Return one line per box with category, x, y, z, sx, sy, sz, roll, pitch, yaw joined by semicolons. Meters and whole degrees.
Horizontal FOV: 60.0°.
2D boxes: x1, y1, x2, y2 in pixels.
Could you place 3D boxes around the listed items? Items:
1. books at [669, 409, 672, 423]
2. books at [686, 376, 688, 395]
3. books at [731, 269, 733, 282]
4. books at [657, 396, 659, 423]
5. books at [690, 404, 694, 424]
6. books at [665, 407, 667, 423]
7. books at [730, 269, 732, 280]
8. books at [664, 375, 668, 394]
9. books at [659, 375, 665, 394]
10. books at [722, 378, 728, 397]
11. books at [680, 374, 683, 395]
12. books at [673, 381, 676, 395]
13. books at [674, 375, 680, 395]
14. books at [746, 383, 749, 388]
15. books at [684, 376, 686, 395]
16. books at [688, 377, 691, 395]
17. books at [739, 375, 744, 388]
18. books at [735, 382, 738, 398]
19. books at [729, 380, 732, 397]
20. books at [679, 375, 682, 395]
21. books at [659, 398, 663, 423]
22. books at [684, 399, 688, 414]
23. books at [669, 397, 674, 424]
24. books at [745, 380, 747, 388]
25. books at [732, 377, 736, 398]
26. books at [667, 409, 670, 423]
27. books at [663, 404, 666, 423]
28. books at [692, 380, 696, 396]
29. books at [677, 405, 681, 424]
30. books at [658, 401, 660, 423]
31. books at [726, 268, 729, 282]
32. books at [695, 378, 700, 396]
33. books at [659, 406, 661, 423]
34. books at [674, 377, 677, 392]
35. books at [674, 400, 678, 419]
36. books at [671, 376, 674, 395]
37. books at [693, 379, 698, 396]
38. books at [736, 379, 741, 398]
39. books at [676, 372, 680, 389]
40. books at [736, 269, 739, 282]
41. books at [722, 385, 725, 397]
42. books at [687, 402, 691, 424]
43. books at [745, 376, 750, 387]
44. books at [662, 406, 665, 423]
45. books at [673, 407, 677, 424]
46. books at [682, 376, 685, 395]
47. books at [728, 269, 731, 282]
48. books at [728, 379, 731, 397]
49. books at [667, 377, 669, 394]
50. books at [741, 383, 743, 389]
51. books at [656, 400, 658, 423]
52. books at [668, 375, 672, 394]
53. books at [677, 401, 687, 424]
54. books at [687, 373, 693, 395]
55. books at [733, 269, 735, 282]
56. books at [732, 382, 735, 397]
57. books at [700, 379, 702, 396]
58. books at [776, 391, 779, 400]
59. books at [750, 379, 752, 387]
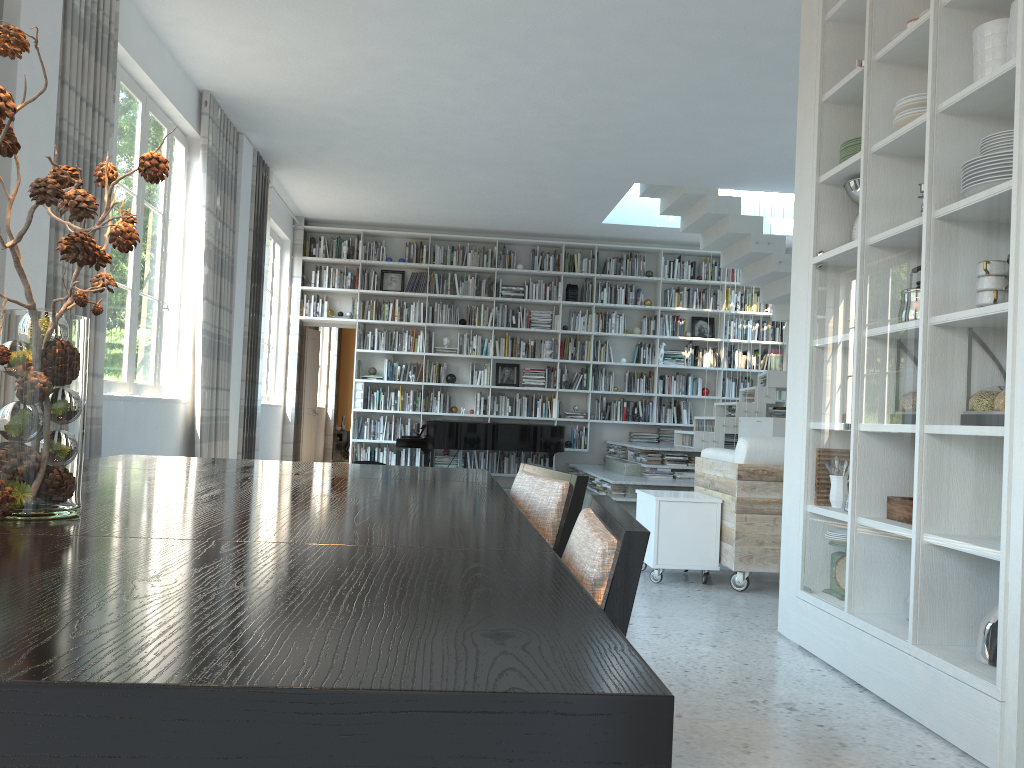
books;2.023;0.414;11.402;0.024;0.185;0.149;3;-2;-4
books;2.244;0.025;11.437;0.012;0.254;0.161;3;-2;-4
books;2.840;-1.434;11.501;0.013;0.286;0.150;3;-2;-4
books;1.855;0.330;11.394;0.014;0.337;0.132;3;-2;-4
books;2.302;0.384;11.428;0.062;0.274;0.148;3;-2;-4
books;1.968;0.400;11.405;0.025;0.210;0.137;3;-2;-4
books;2.818;-1.402;11.513;0.025;0.223;0.137;3;-2;-4
books;1.967;0.015;11.409;0.024;0.247;0.143;3;-2;-4
books;1.933;0.014;11.395;0.047;0.244;0.177;3;-2;-4
books;2.750;0.050;11.457;0.024;0.252;0.175;3;-2;-4
books;2.168;0.012;11.422;0.011;0.272;0.152;3;-2;-4
books;2.072;0.052;11.402;0.027;0.181;0.186;3;-2;-4
books;2.114;0.017;11.393;0.028;0.255;0.191;3;-2;-4
books;3.030;0.087;11.478;0.021;0.205;0.174;3;-2;-4
books;2.208;0.024;11.408;0.014;0.249;0.177;3;-2;-4
books;2.263;0.030;11.413;0.023;0.244;0.189;3;-2;-4
books;2.973;0.039;11.493;0.013;0.297;0.141;3;-2;-4
books;2.884;0.079;11.483;0.025;0.208;0.149;3;-2;-4
books;2.809;0.058;11.470;0.022;0.242;0.151;3;-2;-4
books;2.147;0.015;11.400;0.012;0.262;0.186;3;-2;-4
books;1.914;0.339;11.412;0.013;0.327;0.130;3;-2;-4
books;2.240;0.355;11.436;0.012;0.326;0.136;3;-2;-4
books;2.046;0.341;11.403;0.014;0.333;0.169;3;-2;-4
books;3.005;0.068;11.505;0.027;0.242;0.131;3;-2;-4
books;2.860;0.048;11.489;0.024;0.267;0.133;3;-2;-4
books;1.995;0.412;11.407;0.030;0.188;0.140;3;-2;-4
books;1.950;0.381;11.392;0.015;0.243;0.156;3;-2;-4
books;2.324;0.055;11.425;0.030;0.200;0.189;3;-2;-4
books;2.127;0.392;11.411;0.031;0.239;0.171;3;-2;-4
books;1.868;0.356;11.397;0.015;0.287;0.138;3;-2;-4
books;2.772;-1.451;11.486;0.011;0.313;0.172;3;-2;-4
books;2.388;0.041;11.437;0.025;0.235;0.181;3;-2;-4
books;1.889;0.394;11.409;0.033;0.213;0.140;3;-2;-4
books;2.092;0.029;11.414;0.012;0.229;0.179;3;-2;-4
books;2.107;0.360;11.429;0.010;0.304;0.131;3;-2;-4
books;2.046;0.022;11.413;0.026;0.239;0.177;3;-2;-4
books;2.356;0.048;11.443;0.037;0.218;0.139;3;-2;-4
books;2.913;0.059;11.459;0.027;0.248;0.184;3;-2;-4
books;2.134;-0.004;11.417;0.013;0.299;0.147;3;-2;-4
books;2.904;-1.409;11.504;0.023;0.243;0.182;3;-2;-4
books;2.695;0.036;11.468;0.085;0.278;0.159;3;-2;-4
books;2.260;0.374;11.415;0.025;0.287;0.160;3;-2;-4
books;3.047;0.048;11.489;0.011;0.284;0.161;3;-2;-4
books;1.930;0.395;11.401;0.023;0.214;0.163;3;-2;-4
books;2.076;0.401;11.403;0.052;0.217;0.184;3;-2;-4
books;2.186;0.025;11.427;0.026;0.246;0.165;3;-2;-4
books;2.797;-1.430;11.501;0.022;0.275;0.160;3;-2;-4
books;2.780;0.060;11.467;0.037;0.236;0.153;3;-2;-4
books;1.985;0.027;11.397;0.011;0.223;0.163;3;-2;-4
books;2.951;0.086;11.490;0.027;0.201;0.164;3;-2;-4
books;1.840;0.355;11.397;0.012;0.286;0.158;3;-2;-4
books;2.012;0.016;11.394;0.045;0.246;0.185;3;-2;-4
books;2.184;0.368;11.374;0.075;0.291;0.255;3;-2;-4
books;2.288;0.008;11.419;0.026;0.290;0.181;3;-2;-4
books;2.853;-1.425;11.489;0.012;0.269;0.184;3;-2;-4
books;2.834;0.079;11.467;0.029;0.201;0.172;3;-2;-4
books;2.413;0.048;11.440;0.027;0.223;0.170;3;-2;-4
books;3.422;0.118;11.520;0.028;0.181;0.167;3;-2;-4
books;3.079;0.066;11.503;0.012;0.254;0.161;3;-2;-4
